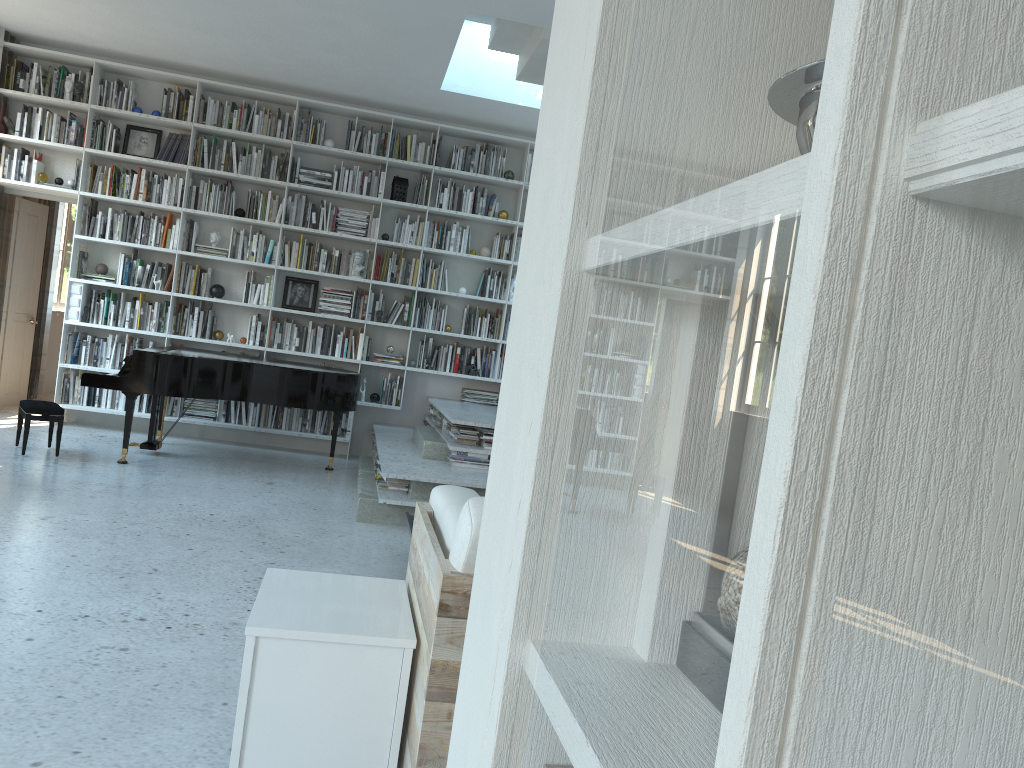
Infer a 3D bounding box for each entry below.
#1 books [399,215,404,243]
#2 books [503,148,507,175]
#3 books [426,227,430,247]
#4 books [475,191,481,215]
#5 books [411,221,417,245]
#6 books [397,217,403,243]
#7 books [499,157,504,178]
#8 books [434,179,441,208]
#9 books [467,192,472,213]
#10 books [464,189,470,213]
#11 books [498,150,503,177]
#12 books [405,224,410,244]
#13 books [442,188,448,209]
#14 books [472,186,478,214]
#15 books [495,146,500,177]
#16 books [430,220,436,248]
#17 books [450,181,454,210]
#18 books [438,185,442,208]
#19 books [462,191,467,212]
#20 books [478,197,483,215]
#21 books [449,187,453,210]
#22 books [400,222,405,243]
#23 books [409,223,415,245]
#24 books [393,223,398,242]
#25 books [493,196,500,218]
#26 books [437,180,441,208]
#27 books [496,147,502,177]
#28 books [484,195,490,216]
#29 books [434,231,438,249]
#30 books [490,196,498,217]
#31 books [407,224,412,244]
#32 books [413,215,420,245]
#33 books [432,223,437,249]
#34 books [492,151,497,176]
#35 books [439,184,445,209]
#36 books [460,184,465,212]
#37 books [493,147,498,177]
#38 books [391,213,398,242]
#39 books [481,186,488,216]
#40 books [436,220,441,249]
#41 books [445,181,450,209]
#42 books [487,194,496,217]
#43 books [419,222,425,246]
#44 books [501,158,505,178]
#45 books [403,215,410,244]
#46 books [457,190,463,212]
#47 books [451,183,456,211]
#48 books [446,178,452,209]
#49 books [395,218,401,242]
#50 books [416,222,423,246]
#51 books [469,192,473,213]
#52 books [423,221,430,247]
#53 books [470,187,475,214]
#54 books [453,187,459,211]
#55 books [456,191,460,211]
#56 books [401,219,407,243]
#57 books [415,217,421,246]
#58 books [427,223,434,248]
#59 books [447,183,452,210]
[{"bbox_3d":[-1.028,-1.422,8.217,0.019,0.275,0.145,8,3,-10],"label":"books"},{"bbox_3d":[-0.083,-2.049,8.325,0.006,0.306,0.163,8,3,-10],"label":"books"},{"bbox_3d":[-0.791,-1.357,8.276,0.013,0.210,0.140,8,3,-10],"label":"books"},{"bbox_3d":[-0.331,-1.677,8.308,0.030,0.238,0.185,8,2,-10],"label":"books"},{"bbox_3d":[-0.916,-1.385,8.233,0.024,0.234,0.149,8,3,-10],"label":"books"},{"bbox_3d":[-1.044,-1.411,8.214,0.028,0.250,0.164,8,3,-10],"label":"books"},{"bbox_3d":[-0.116,-2.007,8.330,0.018,0.214,0.157,8,2,-10],"label":"books"},{"bbox_3d":[-0.696,-1.751,8.239,0.012,0.285,0.159,8,3,-10],"label":"books"},{"bbox_3d":[-0.409,-1.673,8.284,0.021,0.209,0.180,8,2,-10],"label":"books"},{"bbox_3d":[-0.431,-1.691,8.294,0.023,0.237,0.149,8,3,-10],"label":"books"},{"bbox_3d":[-0.122,-2.040,8.313,0.008,0.279,0.180,8,3,-10],"label":"books"},{"bbox_3d":[-0.974,-1.373,8.213,0.024,0.195,0.172,8,2,-10],"label":"books"},{"bbox_3d":[-0.634,-1.703,8.244,0.026,0.208,0.181,8,2,-10],"label":"books"},{"bbox_3d":[-0.351,-1.705,8.321,0.012,0.285,0.159,8,3,-10],"label":"books"},{"bbox_3d":[-0.151,-2.067,8.341,0.008,0.321,0.133,8,3,-10],"label":"books"},{"bbox_3d":[-0.743,-1.385,8.275,0.014,0.278,0.153,8,3,-10],"label":"books"},{"bbox_3d":[-0.565,-1.739,8.279,0.021,0.296,0.138,8,3,-10],"label":"books"},{"bbox_3d":[-0.680,-1.727,8.258,0.012,0.240,0.138,8,3,-10],"label":"books"},{"bbox_3d":[-0.457,-1.684,8.302,0.025,0.216,0.144,8,3,-10],"label":"books"},{"bbox_3d":[-0.307,-1.646,8.319,0.027,0.182,0.176,8,2,-10],"label":"books"},{"bbox_3d":[-0.582,-1.711,8.272,0.012,0.236,0.165,8,3,-10],"label":"books"},{"bbox_3d":[-1.022,-1.386,8.219,0.023,0.207,0.170,8,2,-10],"label":"books"},{"bbox_3d":[-0.934,-1.376,8.223,0.029,0.211,0.157,8,2,-10],"label":"books"},{"bbox_3d":[-1.082,-1.383,8.193,0.028,0.185,0.181,8,2,-10],"label":"books"},{"bbox_3d":[-0.152,-1.649,8.363,0.026,0.229,0.140,8,3,-10],"label":"books"},{"bbox_3d":[-0.689,-1.748,8.261,0.011,0.280,0.133,8,3,-10],"label":"books"},{"bbox_3d":[-0.132,-2.051,8.317,0.013,0.297,0.188,8,3,-10],"label":"books"},{"bbox_3d":[-0.249,-1.654,8.330,0.030,0.213,0.156,8,2,-10],"label":"books"},{"bbox_3d":[-0.718,-1.331,8.278,0.021,0.179,0.136,8,2,-10],"label":"books"},{"bbox_3d":[-0.185,-1.647,8.339,0.048,0.216,0.182,8,2,-10],"label":"books"},{"bbox_3d":[-0.956,-1.371,8.219,0.027,0.196,0.185,8,2,-10],"label":"books"},{"bbox_3d":[-0.895,-1.412,8.237,0.028,0.294,0.154,8,3,-10],"label":"books"},{"bbox_3d":[-0.728,-1.367,8.262,0.014,0.248,0.176,8,3,-10],"label":"books"},{"bbox_3d":[-0.179,-2.038,8.316,0.014,0.259,0.149,8,3,-10],"label":"books"},{"bbox_3d":[-0.660,-1.725,8.256,0.026,0.243,0.148,8,3,-10],"label":"books"},{"bbox_3d":[-0.471,-1.721,8.298,0.013,0.284,0.154,8,3,-10],"label":"books"},{"bbox_3d":[-0.163,-2.056,8.322,0.019,0.299,0.137,8,3,-10],"label":"books"},{"bbox_3d":[-1.091,-1.435,8.210,0.018,0.285,0.159,8,3,-10],"label":"books"},{"bbox_3d":[-0.270,-1.693,8.309,0.029,0.285,0.183,8,3,-10],"label":"books"},{"bbox_3d":[-0.697,-1.382,8.295,0.014,0.284,0.135,8,3,-10],"label":"books"},{"bbox_3d":[-0.613,-1.739,8.262,0.011,0.283,0.172,8,3,-10],"label":"books"},{"bbox_3d":[-0.205,-1.659,8.326,0.054,0.235,0.171,8,3,-10],"label":"books"},{"bbox_3d":[-0.848,-1.378,8.244,0.026,0.238,0.173,8,3,-10],"label":"books"},{"bbox_3d":[-0.100,-2.002,8.325,0.014,0.209,0.188,8,2,-10],"label":"books"},{"bbox_3d":[-0.982,-1.414,8.197,0.028,0.275,0.186,8,3,-10],"label":"books"},{"bbox_3d":[-0.496,-1.693,8.300,0.028,0.223,0.142,8,3,-10],"label":"books"},{"bbox_3d":[-0.552,-1.728,8.289,0.012,0.277,0.133,8,3,-10],"label":"books"},{"bbox_3d":[-0.598,-1.749,8.258,0.014,0.307,0.152,8,3,-10],"label":"books"},{"bbox_3d":[-1.063,-1.410,8.216,0.024,0.243,0.159,8,3,-10],"label":"books"},{"bbox_3d":[-0.865,-1.375,8.226,0.028,0.230,0.176,8,2,-10],"label":"books"},{"bbox_3d":[-0.395,-1.679,8.300,0.011,0.222,0.159,8,3,-10],"label":"books"},{"bbox_3d":[-0.804,-1.379,8.244,0.028,0.251,0.190,8,2,-10],"label":"books"},{"bbox_3d":[-0.381,-1.698,8.303,0.012,0.265,0.156,8,3,-10],"label":"books"},{"bbox_3d":[-0.531,-1.707,8.270,0.027,0.241,0.160,8,3,-10],"label":"books"},{"bbox_3d":[-0.516,-1.692,8.292,0.014,0.215,0.132,8,3,-10],"label":"books"},{"bbox_3d":[-1.005,-1.398,8.216,0.023,0.236,0.178,8,2,-10],"label":"books"},{"bbox_3d":[-0.880,-1.402,8.238,0.025,0.277,0.172,8,3,-10],"label":"books"},{"bbox_3d":[-0.768,-1.370,8.276,0.030,0.242,0.138,8,3,-10],"label":"books"},{"bbox_3d":[-0.589,-1.728,8.260,0.010,0.269,0.165,8,3,-10],"label":"books"}]
